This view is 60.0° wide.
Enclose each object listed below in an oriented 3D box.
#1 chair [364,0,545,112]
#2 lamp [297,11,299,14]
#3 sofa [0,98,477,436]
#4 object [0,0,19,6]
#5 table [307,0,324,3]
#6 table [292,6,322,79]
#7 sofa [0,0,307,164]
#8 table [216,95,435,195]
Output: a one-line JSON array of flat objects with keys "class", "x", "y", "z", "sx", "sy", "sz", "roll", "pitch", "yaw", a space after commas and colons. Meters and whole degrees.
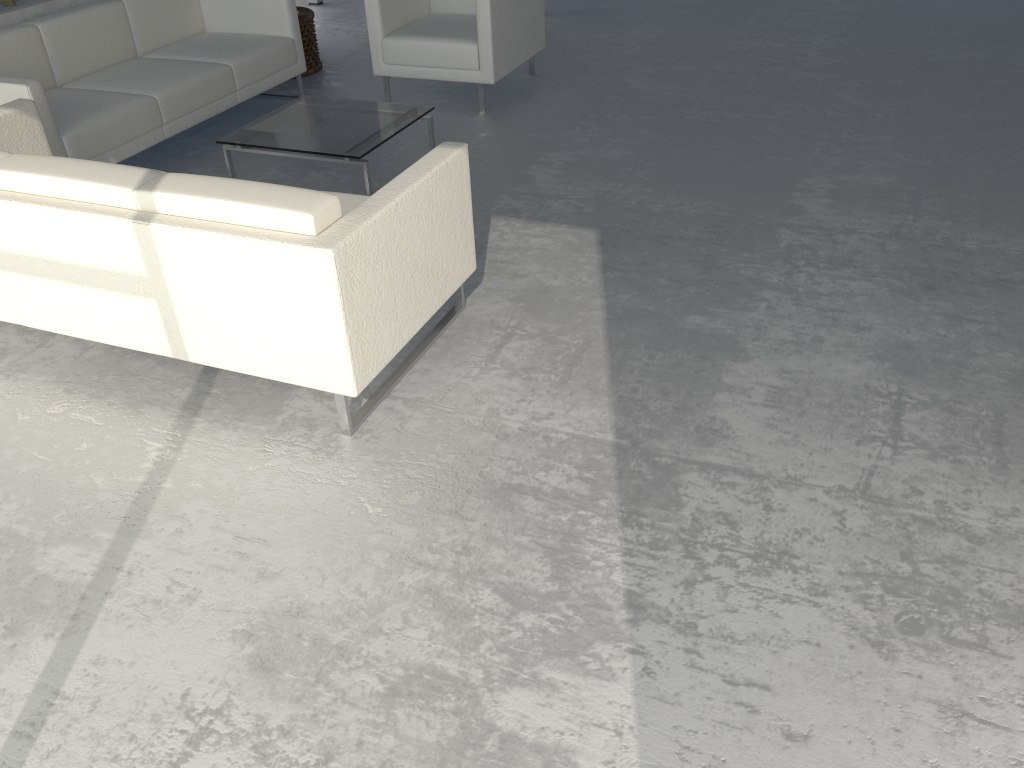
[{"class": "chair", "x": -0.302, "y": -2.033, "z": 5.099, "sx": 0.748, "sy": 0.662, "sz": 0.821, "roll": 11, "pitch": 37, "yaw": 20}, {"class": "lamp", "x": -1.490, "y": -2.567, "z": 5.427, "sx": 0.347, "sy": 0.582, "sz": 0.347, "roll": -7, "pitch": 35, "yaw": -6}, {"class": "sofa", "x": -1.141, "y": -0.496, "z": 2.916, "sx": 1.881, "sy": 0.658, "sz": 0.821, "roll": 11, "pitch": 37, "yaw": 20}, {"class": "object", "x": -2.470, "y": -1.948, "z": 4.341, "sx": 0.088, "sy": 0.179, "sz": 0.163, "roll": 5, "pitch": 35, "yaw": 11}, {"class": "table", "x": -0.558, "y": -3.694, "z": 7.360, "sx": 2.095, "sy": 0.835, "sz": 1.180, "roll": 11, "pitch": 37, "yaw": 20}, {"class": "table", "x": -1.469, "y": -2.188, "z": 5.688, "sx": 0.452, "sy": 0.358, "sz": 0.452, "roll": -4, "pitch": 34, "yaw": -1}, {"class": "sofa", "x": -1.920, "y": -1.543, "z": 4.505, "sx": 0.821, "sy": 0.658, "sz": 1.881, "roll": 11, "pitch": 37, "yaw": 20}, {"class": "table", "x": -0.872, "y": -1.171, "z": 4.298, "sx": 0.773, "sy": 0.190, "sz": 0.730, "roll": 11, "pitch": 37, "yaw": 20}]
